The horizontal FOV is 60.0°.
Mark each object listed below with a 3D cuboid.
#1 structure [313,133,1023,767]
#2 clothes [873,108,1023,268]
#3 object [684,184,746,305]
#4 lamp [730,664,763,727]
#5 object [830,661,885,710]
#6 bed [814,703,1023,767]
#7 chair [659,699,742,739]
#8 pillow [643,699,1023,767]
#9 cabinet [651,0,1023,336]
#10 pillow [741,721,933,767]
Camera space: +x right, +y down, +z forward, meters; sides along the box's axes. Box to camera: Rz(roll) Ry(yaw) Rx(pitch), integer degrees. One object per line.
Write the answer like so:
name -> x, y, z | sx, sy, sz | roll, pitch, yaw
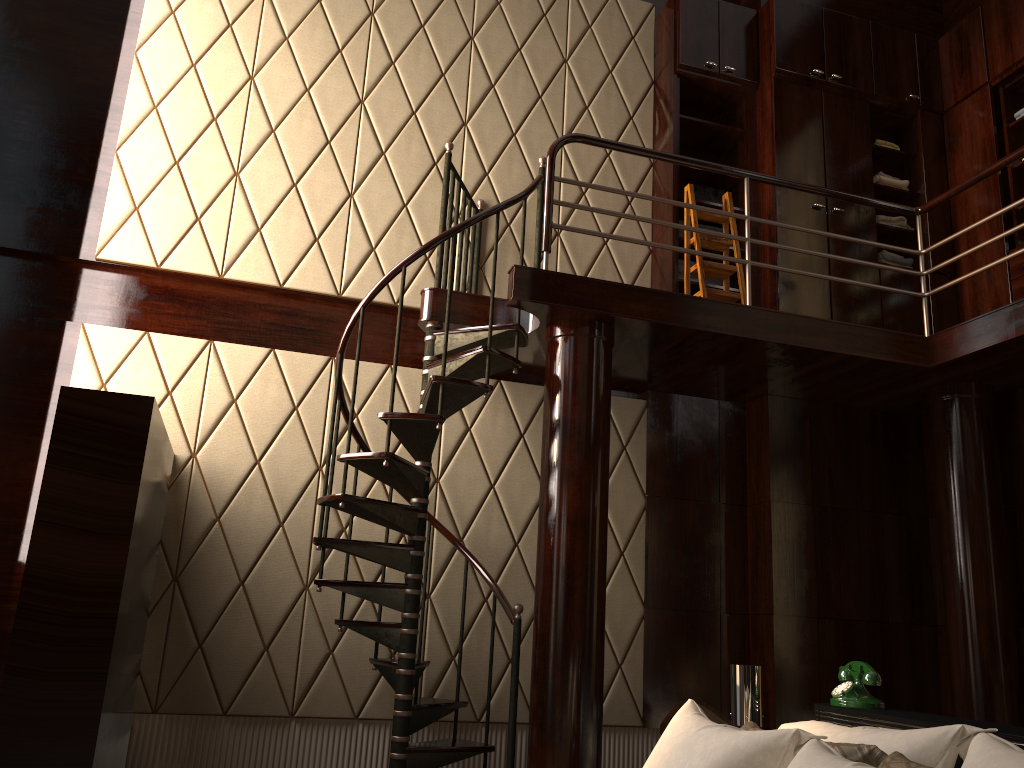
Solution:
structure -> 1.661, -0.086, 2.245 | 3.750, 3.189, 6.107 | 8, -16, -16
clothes -> 3.534, -1.603, 3.710 | 0.818, 0.954, 4.996 | 10, -17, -23
object -> 1.138, -0.679, 4.906 | 0.275, 0.974, 0.258 | 8, -16, -16
lamp -> 0.731, 1.073, 2.750 | 0.109, 0.385, 0.106 | 6, -16, -9
object -> 1.040, 0.899, 2.658 | 0.158, 0.131, 0.178 | -8, -19, 35
bed -> 0.178, 0.977, 1.640 | 2.381, 0.660, 1.985 | 8, -16, -16
chair -> 0.930, 1.747, 4.036 | 0.571, 0.550, 0.462 | 8, -16, -16
pillow -> 0.677, 0.859, 1.821 | 0.685, 0.320, 1.322 | 7, -16, -14
cabinet -> 2.972, -1.767, 3.103 | 2.576, 2.432, 6.767 | 8, -16, -16
pillow -> 0.658, 0.874, 1.783 | 0.293, 0.271, 1.123 | 8, -16, -15
